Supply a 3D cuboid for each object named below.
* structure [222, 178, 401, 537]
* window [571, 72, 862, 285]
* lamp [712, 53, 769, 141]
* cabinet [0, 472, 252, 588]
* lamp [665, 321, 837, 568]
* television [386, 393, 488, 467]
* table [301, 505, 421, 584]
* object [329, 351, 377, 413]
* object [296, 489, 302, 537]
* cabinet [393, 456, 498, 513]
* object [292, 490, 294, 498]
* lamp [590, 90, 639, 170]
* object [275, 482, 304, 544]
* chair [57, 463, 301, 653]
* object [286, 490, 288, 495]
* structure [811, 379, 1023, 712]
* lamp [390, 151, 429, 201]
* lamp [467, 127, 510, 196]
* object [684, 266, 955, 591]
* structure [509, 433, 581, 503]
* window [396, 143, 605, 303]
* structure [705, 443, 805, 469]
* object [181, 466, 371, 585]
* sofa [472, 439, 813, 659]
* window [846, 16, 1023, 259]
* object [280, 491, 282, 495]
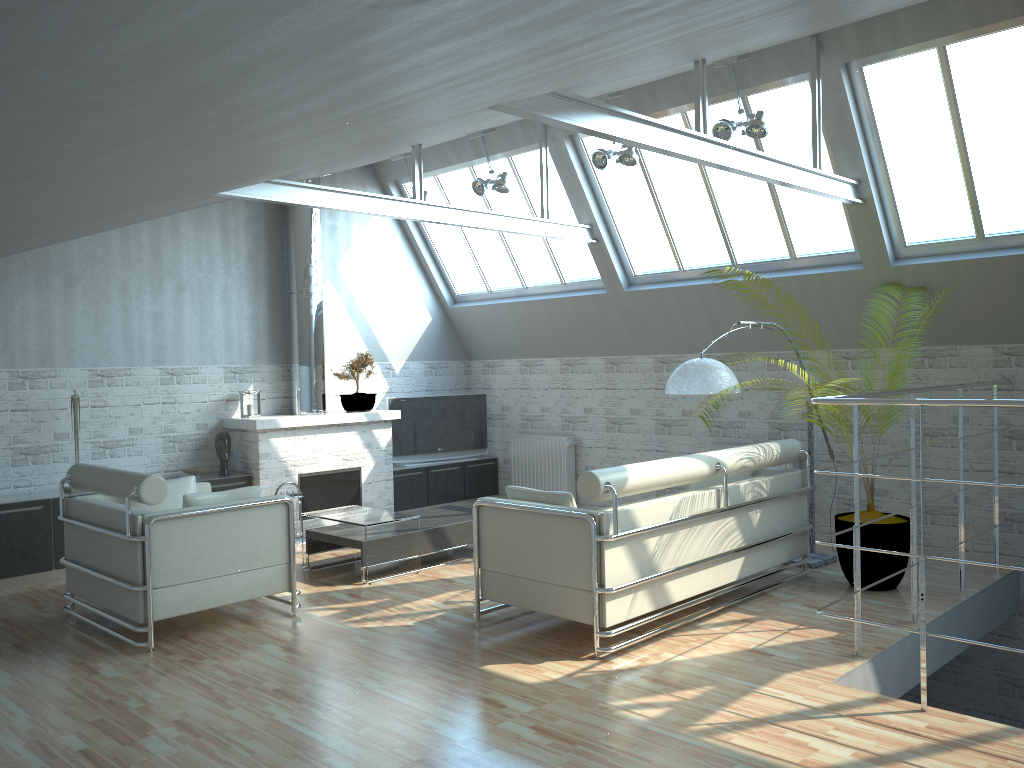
[{"bbox_3d":[-3.946,-0.700,17.554,1.309,7.180,3.302,0,2,44],"label":"structure"},{"bbox_3d":[3.384,-3.290,15.030,4.651,2.787,1.897,0,2,44],"label":"window"},{"bbox_3d":[3.141,-4.027,12.450,0.619,1.172,0.808,-2,2,-41],"label":"lamp"},{"bbox_3d":[-6.683,2.374,14.970,0.914,1.270,4.572,0,2,44],"label":"cabinet"},{"bbox_3d":[4.028,0.924,13.344,4.621,3.709,1.015,-2,2,-39],"label":"lamp"},{"bbox_3d":[-1.695,1.009,19.980,2.577,1.514,0.592,-2,1,-36],"label":"television"},{"bbox_3d":[-2.376,2.474,13.895,1.726,0.867,1.015,0,2,44],"label":"table"},{"bbox_3d":[-3.223,-0.060,18.055,1.115,1.265,0.572,-2,2,-42],"label":"object"},{"bbox_3d":[-3.934,2.373,16.355,0.026,0.873,0.155,-3,2,-44],"label":"object"},{"bbox_3d":[-1.774,2.277,19.988,0.908,1.016,3.234,0,2,44],"label":"cabinet"},{"bbox_3d":[-4.014,2.368,16.273,0.025,0.855,0.025,-2,1,-23],"label":"object"},{"bbox_3d":[1.550,-4.022,14.012,0.618,1.172,0.808,-2,2,-42],"label":"lamp"},{"bbox_3d":[-4.107,2.354,16.300,0.412,1.124,0.584,0,2,44],"label":"object"},{"bbox_3d":[-4.364,2.024,11.592,2.507,2.001,2.201,0,2,44],"label":"chair"},{"bbox_3d":[-4.041,2.410,16.165,0.145,0.932,0.065,-1,1,26],"label":"object"},{"bbox_3d":[7.047,1.416,9.041,5.366,2.781,6.483,0,2,44],"label":"structure"},{"bbox_3d":[-2.043,-4.011,17.540,0.619,1.172,0.808,-2,2,-41],"label":"lamp"},{"bbox_3d":[-0.466,-4.016,15.991,0.619,1.172,0.808,-2,2,-41],"label":"lamp"},{"bbox_3d":[4.135,0.613,12.312,3.777,4.386,5.015,-1,1,20],"label":"object"},{"bbox_3d":[0.716,1.892,19.539,1.892,1.524,0.508,0,2,44],"label":"structure"},{"bbox_3d":[-0.241,-3.279,18.589,4.651,2.787,1.897,0,2,44],"label":"window"},{"bbox_3d":[4.381,1.881,15.941,1.892,1.524,0.508,0,2,44],"label":"structure"},{"bbox_3d":[-3.736,1.663,14.751,4.859,2.558,1.528,0,2,44],"label":"object"},{"bbox_3d":[1.918,1.870,11.858,2.199,1.999,4.866,0,2,44],"label":"sofa"},{"bbox_3d":[7.009,-3.301,11.471,4.651,2.787,1.897,0,2,44],"label":"window"},{"bbox_3d":[-4.138,2.406,16.060,0.146,0.916,0.131,0,2,45],"label":"object"}]
